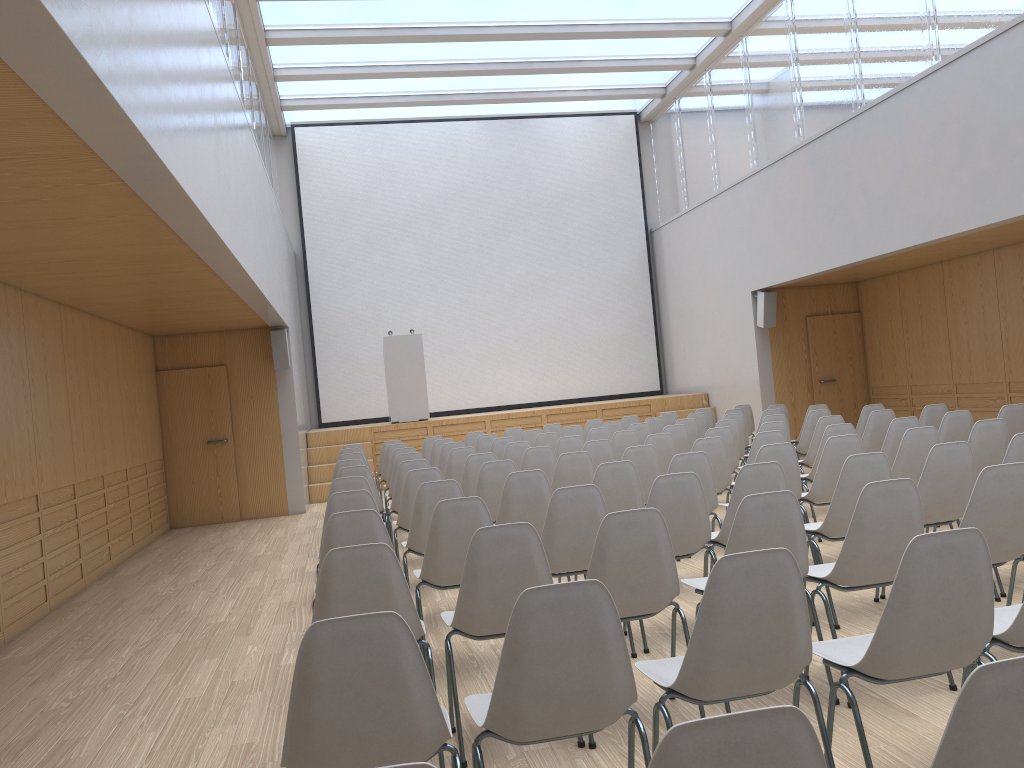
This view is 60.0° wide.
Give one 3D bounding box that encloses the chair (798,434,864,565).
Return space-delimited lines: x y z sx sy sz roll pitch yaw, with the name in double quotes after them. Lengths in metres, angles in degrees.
2.127 0.771 5.951 0.479 0.876 0.505 -5 0 -11 "chair"

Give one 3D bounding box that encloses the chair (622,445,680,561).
0.923 0.889 6.674 0.479 0.876 0.505 -5 0 -11 "chair"

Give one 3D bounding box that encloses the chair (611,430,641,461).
1.078 0.888 8.737 0.479 0.876 0.505 -5 0 -11 "chair"

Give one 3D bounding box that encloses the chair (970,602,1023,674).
1.674 0.793 2.805 0.479 0.876 0.505 -5 0 -11 "chair"

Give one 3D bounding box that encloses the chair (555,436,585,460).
0.546 0.937 8.659 0.479 0.876 0.505 -5 0 -11 "chair"

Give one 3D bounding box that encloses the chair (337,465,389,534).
-1.273 1.100 7.350 0.479 0.876 0.505 -5 0 -11 "chair"

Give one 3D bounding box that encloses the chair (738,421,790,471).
2.270 0.770 7.964 0.479 0.876 0.505 -5 0 -11 "chair"

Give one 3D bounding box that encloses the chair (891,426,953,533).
2.649 0.722 6.000 0.479 0.876 0.505 -5 0 -11 "chair"

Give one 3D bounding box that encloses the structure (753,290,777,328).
3.648 -1.075 12.739 0.196 0.542 0.368 -5 0 -11 "structure"

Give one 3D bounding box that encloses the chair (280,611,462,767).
-0.375 0.983 2.321 0.479 0.876 0.505 -5 0 -11 "chair"

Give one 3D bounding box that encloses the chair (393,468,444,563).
-0.626 1.033 6.444 0.479 0.876 0.505 -5 0 -11 "chair"

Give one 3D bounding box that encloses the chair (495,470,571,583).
0.077 0.961 5.558 0.479 0.876 0.505 -5 0 -11 "chair"

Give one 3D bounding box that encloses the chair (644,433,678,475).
1.253 0.865 7.812 0.479 0.876 0.505 -5 0 -11 "chair"

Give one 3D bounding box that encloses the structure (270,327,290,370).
-3.002 -0.457 11.497 0.196 0.542 0.368 -5 0 -11 "structure"

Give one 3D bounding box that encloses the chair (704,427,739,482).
1.781 0.816 7.892 0.479 0.876 0.505 -5 0 -11 "chair"

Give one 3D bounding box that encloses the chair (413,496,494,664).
-0.256 0.986 4.479 0.479 0.876 0.505 -5 0 -11 "chair"

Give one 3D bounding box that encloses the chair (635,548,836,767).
0.644 0.889 2.623 0.479 0.876 0.505 -5 0 -11 "chair"

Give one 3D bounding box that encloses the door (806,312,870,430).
4.855 -0.016 13.062 0.873 2.024 0.108 -5 0 -11 "door"

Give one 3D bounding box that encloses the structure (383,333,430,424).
-1.709 -0.078 14.234 0.605 1.379 0.605 -5 0 -11 "structure"

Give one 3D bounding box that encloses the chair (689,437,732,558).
1.458 0.840 6.833 0.479 0.876 0.505 -5 0 -11 "chair"

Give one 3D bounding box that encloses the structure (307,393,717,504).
-0.002 0.974 14.751 6.551 1.027 2.728 -5 0 -11 "structure"

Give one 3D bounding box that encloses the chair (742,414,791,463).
2.604 0.746 9.043 0.479 0.876 0.505 -5 0 -11 "chair"

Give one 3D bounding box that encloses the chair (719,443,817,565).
1.649 0.815 5.792 0.479 0.876 0.505 -5 0 -11 "chair"

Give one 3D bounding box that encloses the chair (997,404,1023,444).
3.997 0.604 7.318 0.479 0.876 0.505 -5 0 -11 "chair"

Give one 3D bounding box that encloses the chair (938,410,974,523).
3.488 0.651 7.194 0.479 0.876 0.505 -5 0 -11 "chair"

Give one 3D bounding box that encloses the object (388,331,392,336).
-1.910 -0.705 14.144 0.166 0.305 0.252 -5 0 -39 "object"

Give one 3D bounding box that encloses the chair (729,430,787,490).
1.927 0.796 6.903 0.479 0.876 0.505 -5 0 -11 "chair"

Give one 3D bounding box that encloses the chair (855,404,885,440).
3.653 0.648 9.218 0.479 0.876 0.505 -5 0 -11 "chair"

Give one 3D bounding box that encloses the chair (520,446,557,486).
0.216 0.961 7.600 0.479 0.876 0.505 -5 0 -11 "chair"

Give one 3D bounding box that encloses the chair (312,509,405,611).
-0.744 1.031 4.369 0.479 0.876 0.505 -5 0 -11 "chair"

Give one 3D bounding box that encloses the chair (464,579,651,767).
0.119 0.937 2.455 0.479 0.876 0.505 -5 0 -11 "chair"

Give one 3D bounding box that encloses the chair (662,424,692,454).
1.584 0.841 8.901 0.479 0.876 0.505 -5 0 -11 "chair"

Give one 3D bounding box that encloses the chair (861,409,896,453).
3.315 0.674 8.197 0.479 0.876 0.505 -5 0 -11 "chair"

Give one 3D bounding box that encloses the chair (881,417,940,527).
2.997 0.696 7.019 0.479 0.876 0.505 -5 0 -11 "chair"

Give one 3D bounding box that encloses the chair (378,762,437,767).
-0.211 0.962 1.436 0.479 0.876 0.505 -5 0 -11 "chair"

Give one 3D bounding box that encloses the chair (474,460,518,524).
-0.107 0.985 6.523 0.479 0.876 0.505 -5 0 -11 "chair"

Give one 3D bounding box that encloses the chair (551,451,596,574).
0.444 0.934 6.654 0.479 0.876 0.505 -5 0 -11 "chair"

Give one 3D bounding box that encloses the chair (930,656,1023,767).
0.810 0.867 1.637 0.479 0.876 0.505 -5 0 -11 "chair"

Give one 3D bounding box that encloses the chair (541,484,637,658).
0.303 0.933 4.524 0.479 0.876 0.505 -5 0 -11 "chair"

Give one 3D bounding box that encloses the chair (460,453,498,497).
-0.257 1.005 7.428 0.479 0.876 0.505 -5 0 -11 "chair"

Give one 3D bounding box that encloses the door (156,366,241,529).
-4.040 0.810 11.401 0.873 2.024 0.108 -5 0 -11 "door"

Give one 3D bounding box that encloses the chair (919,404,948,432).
3.827 0.626 8.274 0.479 0.876 0.505 -5 0 -11 "chair"

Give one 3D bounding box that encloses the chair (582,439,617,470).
0.716 0.915 7.722 0.479 0.876 0.505 -5 0 -11 "chair"

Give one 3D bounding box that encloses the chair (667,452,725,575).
1.095 0.867 5.730 0.479 0.876 0.505 -5 0 -11 "chair"

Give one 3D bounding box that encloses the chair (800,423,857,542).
2.479 0.744 6.964 0.479 0.876 0.505 -5 0 -11 "chair"

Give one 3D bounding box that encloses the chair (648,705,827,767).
0.314 0.913 1.516 0.479 0.876 0.505 -5 0 -11 "chair"

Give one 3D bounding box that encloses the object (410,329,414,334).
-1.570 -0.736 14.207 0.166 0.305 0.252 -5 0 -39 "object"

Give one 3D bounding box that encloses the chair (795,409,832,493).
3.095 0.701 9.183 0.479 0.876 0.505 -5 0 -11 "chair"

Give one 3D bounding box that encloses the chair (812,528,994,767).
1.174 0.839 2.652 0.479 0.876 0.505 -5 0 -11 "chair"

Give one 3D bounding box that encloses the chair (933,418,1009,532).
3.158 0.675 6.115 0.479 0.876 0.505 -5 0 -11 "chair"

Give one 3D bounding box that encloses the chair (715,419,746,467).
2.117 0.791 8.972 0.479 0.876 0.505 -5 0 -11 "chair"

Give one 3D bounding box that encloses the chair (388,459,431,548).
-0.801 1.056 7.410 0.479 0.876 0.505 -5 0 -11 "chair"

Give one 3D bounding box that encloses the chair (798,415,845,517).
2.797 0.721 8.041 0.479 0.876 0.505 -5 0 -11 "chair"

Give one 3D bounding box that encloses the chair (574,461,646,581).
0.620 0.911 5.600 0.479 0.876 0.505 -5 0 -11 "chair"
